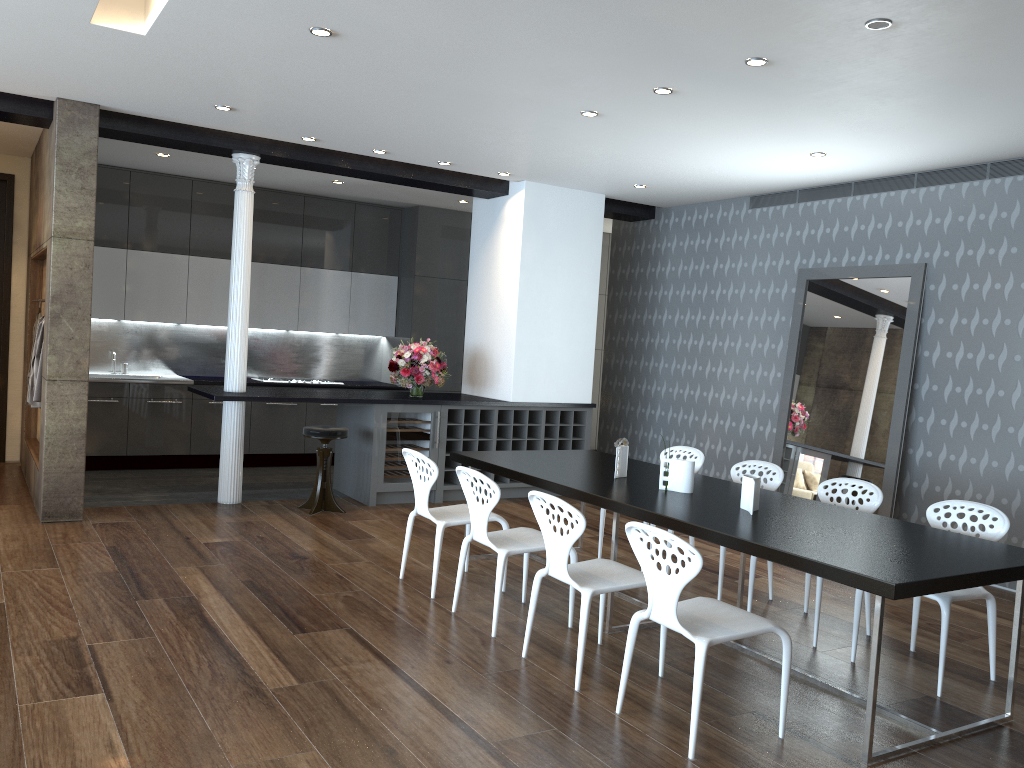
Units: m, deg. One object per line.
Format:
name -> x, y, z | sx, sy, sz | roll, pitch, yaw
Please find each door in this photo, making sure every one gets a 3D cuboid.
door -> -5.403, -0.650, 8.490 | 1.037, 2.814, 0.246 | 2, 3, -32

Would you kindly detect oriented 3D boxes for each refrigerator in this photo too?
refrigerator -> -0.916, 0.563, 7.858 | 0.578, 0.774, 0.075 | 2, 3, -28

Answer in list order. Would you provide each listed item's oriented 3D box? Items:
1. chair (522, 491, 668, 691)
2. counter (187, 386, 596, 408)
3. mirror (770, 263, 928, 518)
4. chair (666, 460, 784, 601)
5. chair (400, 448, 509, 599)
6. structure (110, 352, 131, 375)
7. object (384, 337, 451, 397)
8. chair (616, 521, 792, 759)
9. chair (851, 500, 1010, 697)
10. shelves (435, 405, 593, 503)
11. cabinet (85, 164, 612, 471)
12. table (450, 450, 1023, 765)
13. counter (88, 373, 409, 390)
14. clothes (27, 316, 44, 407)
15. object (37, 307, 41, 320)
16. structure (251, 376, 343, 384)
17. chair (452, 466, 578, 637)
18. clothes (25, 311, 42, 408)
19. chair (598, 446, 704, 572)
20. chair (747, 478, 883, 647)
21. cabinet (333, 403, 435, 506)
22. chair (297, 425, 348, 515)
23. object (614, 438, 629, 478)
chair -> 0.359, 0.912, 4.132 | 0.581, 0.835, 0.495 | 2, 3, -32
counter -> -0.995, 0.128, 8.280 | 3.700, 0.040, 1.000 | 2, 3, -32
mirror -> 2.668, 0.181, 7.225 | 0.240, 2.294, 1.200 | 2, 3, -32
chair -> 1.365, 0.906, 5.585 | 0.581, 0.835, 0.495 | 2, 3, -32
chair -> -0.381, 0.807, 5.362 | 0.581, 0.835, 0.495 | 2, 3, -32
structure -> -4.042, -0.205, 9.160 | 0.183, 0.249, 0.224 | 2, 3, -31
object -> -0.873, -0.156, 8.214 | 0.544, 0.552, 0.570 | 2, 3, -26
chair -> 0.739, 0.964, 3.551 | 0.581, 0.835, 0.495 | 2, 3, -32
chair -> 2.099, 1.010, 4.391 | 0.581, 0.835, 0.495 | 2, 3, -32
shelves -> -0.175, 0.623, 8.828 | 1.700, 0.897, 0.900 | 2, 3, -32
cabinet -> -1.262, -0.580, 10.572 | 7.409, 2.980, 0.827 | 2, 3, -32
table -> 0.952, 0.964, 4.909 | 1.200, 0.733, 3.400 | 2, 3, -32
counter -> -2.932, 0.064, 9.613 | 3.597, 0.223, 0.807 | 2, 3, -32
clothes -> -3.747, -0.181, 7.067 | 0.173, 0.735, 0.700 | 2, 3, -33
object -> -4.166, -0.633, 7.820 | 0.010, 0.219, 0.430 | 2, 3, -32
structure -> -2.390, -0.025, 9.889 | 0.900, 0.066, 0.520 | 2, 3, -32
chair -> -0.018, 0.858, 4.763 | 0.581, 0.835, 0.495 | 2, 3, -32
clothes -> -4.210, -0.222, 7.837 | 0.141, 0.855, 0.569 | 2, 3, -31
chair -> 0.998, 0.855, 6.181 | 0.581, 0.835, 0.495 | 2, 3, -32
chair -> 1.732, 0.958, 4.988 | 0.581, 0.835, 0.495 | 2, 3, -32
cabinet -> -1.170, 0.590, 8.212 | 0.642, 0.897, 0.900 | 2, 3, -32
chair -> -0.516, 1.052, 4.173 | 16.134, 0.952, 21.556 | 2, 3, -32
object -> 0.639, 0.440, 5.321 | 0.076, 0.233, 0.161 | 6, 4, 40
